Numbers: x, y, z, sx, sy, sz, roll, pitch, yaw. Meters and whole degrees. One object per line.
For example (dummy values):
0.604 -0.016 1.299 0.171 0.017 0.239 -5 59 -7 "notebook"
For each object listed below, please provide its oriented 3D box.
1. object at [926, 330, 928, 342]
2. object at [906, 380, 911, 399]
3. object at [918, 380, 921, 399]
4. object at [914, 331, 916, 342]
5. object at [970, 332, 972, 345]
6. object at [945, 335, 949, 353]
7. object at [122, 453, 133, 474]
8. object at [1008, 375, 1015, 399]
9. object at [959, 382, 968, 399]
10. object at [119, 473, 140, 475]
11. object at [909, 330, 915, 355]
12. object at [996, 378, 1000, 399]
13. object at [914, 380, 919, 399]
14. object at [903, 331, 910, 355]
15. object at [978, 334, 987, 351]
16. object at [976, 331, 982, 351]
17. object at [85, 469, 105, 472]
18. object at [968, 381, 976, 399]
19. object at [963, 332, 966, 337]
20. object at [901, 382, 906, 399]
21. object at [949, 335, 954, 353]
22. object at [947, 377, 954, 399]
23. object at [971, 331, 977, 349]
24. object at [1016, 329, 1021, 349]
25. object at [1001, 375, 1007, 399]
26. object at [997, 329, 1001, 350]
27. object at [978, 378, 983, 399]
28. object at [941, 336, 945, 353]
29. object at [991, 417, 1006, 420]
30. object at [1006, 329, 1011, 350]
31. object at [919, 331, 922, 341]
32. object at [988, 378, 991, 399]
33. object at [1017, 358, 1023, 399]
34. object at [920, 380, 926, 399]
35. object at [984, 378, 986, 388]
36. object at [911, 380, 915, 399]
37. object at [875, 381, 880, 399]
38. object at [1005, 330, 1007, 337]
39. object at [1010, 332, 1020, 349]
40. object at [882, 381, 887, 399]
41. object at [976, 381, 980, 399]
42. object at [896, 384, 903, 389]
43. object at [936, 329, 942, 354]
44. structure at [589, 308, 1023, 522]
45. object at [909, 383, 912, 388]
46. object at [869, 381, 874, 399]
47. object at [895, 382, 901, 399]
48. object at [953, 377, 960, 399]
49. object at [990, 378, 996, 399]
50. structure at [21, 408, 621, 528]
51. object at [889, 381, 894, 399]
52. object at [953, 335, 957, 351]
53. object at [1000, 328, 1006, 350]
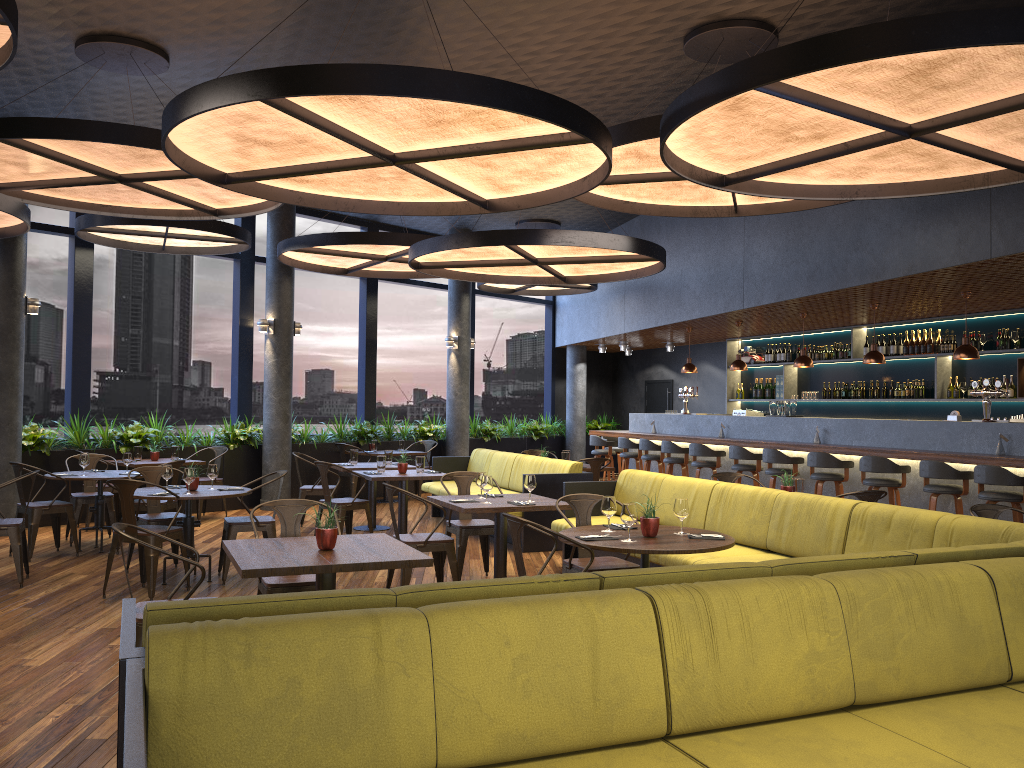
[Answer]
5.450 -0.547 11.687 0.084 0.330 0.084 1 -1 -16 "object"
5.268 0.072 11.787 0.063 0.254 0.063 2 -2 -30 "object"
5.439 0.075 11.842 0.063 0.254 0.063 1 -1 4 "object"
5.376 -0.543 11.861 0.084 0.330 0.084 1 -1 -16 "object"
5.716 -0.520 11.048 0.063 0.254 0.063 0 -2 29 "object"
5.528 -0.503 11.262 0.056 0.227 0.056 -1 -2 44 "object"
-3.926 0.808 9.050 0.097 0.206 0.097 1 -1 -18 "object"
5.919 0.034 10.505 0.079 0.281 0.079 2 -2 -29 "object"
5.627 0.082 11.051 0.097 0.206 0.097 0 -2 36 "object"
-3.833 0.900 8.901 0.255 0.019 0.157 1 -1 8 "object"
5.317 -0.546 11.770 0.084 0.330 0.084 1 -1 -16 "object"
5.869 0.054 10.728 0.063 0.254 0.063 1 -1 -15 "object"
5.334 0.070 11.693 0.063 0.254 0.063 1 -1 -16 "object"
5.280 -0.545 11.856 0.084 0.330 0.084 1 -1 -16 "object"
5.730 -0.502 10.793 0.097 0.206 0.097 0 -2 36 "object"
5.763 -0.522 10.943 0.063 0.254 0.063 2 -2 -36 "object"
-4.326 0.901 9.214 0.157 0.019 0.255 2 -2 -36 "object"
5.659 0.071 10.910 0.088 0.224 0.088 0 -2 37 "object"
5.622 -0.522 11.014 0.063 0.254 0.063 1 -2 -26 "object"
5.276 0.090 11.920 0.088 0.224 0.088 1 -1 -8 "object"
5.552 -0.504 11.205 0.056 0.227 0.056 2 -2 -36 "object"
5.584 0.050 11.292 0.079 0.281 0.079 1 -1 -19 "object"
5.677 -0.524 10.905 0.063 0.254 0.063 0 -2 39 "object"
6.001 -0.529 10.514 0.063 0.254 0.063 1 -1 -15 "object"
5.882 0.036 10.592 0.079 0.281 0.079 0 -2 41 "object"
5.841 -0.528 10.622 0.063 0.254 0.063 0 -1 19 "object"
5.699 0.053 10.777 0.063 0.254 0.063 1 -1 -20 "object"
5.504 -0.502 11.317 0.056 0.227 0.056 0 -2 29 "object"
5.879 0.645 10.595 0.204 0.492 0.310 1 -2 -23 "object"
5.910 -0.529 10.565 0.063 0.254 0.063 0 -2 30 "object"
5.411 -0.545 11.772 0.084 0.330 0.084 1 -1 -16 "object"
5.844 0.057 10.854 0.063 0.254 0.063 0 -2 30 "object"
6.013 -0.069 10.213 0.161 0.475 0.300 1 -2 -24 "object"
5.436 0.072 11.726 0.063 0.254 0.063 0 -2 39 "object"
5.771 0.055 10.814 0.063 0.254 0.063 1 -1 5 "object"
5.356 0.074 11.826 0.063 0.254 0.063 1 -1 5 "object"
5.072 0.082 12.314 0.063 0.254 0.063 0 -1 14 "object"
5.938 -0.526 10.654 0.063 0.254 0.063 1 -1 5 "object"
5.908 -0.509 10.414 0.097 0.206 0.097 0 -2 36 "object"
5.184 0.084 12.333 0.063 0.254 0.063 0 -2 39 "object"
5.766 0.073 10.939 0.088 0.224 0.088 1 -2 -28 "object"
5.306 0.104 12.132 0.097 0.206 0.097 1 -1 8 "object"
5.554 -0.549 11.525 0.084 0.330 0.084 1 -1 -16 "object"
4.353 0.478 11.061 2.700 2.700 9.298 1 -2 -23 "structure"
5.381 0.092 11.963 0.088 0.224 0.088 1 -2 -28 "object"
5.033 0.083 12.407 0.063 0.254 0.063 0 -2 39 "object"
5.234 0.092 12.019 0.088 0.224 0.088 0 -2 37 "object"
5.620 0.049 11.206 0.079 0.281 0.079 2 -2 -44 "object"
5.796 0.052 10.687 0.063 0.254 0.063 0 -2 30 "object"
-2.908 1.088 13.540 0.808 1.413 17.112 -1 -2 42 "structure"
5.238 0.082 12.226 0.063 0.254 0.063 0 -2 25 "object"
5.608 -0.503 11.229 0.056 0.227 0.056 1 -1 -21 "object"
5.823 -0.531 10.511 0.063 0.254 0.063 1 -1 5 "object"
